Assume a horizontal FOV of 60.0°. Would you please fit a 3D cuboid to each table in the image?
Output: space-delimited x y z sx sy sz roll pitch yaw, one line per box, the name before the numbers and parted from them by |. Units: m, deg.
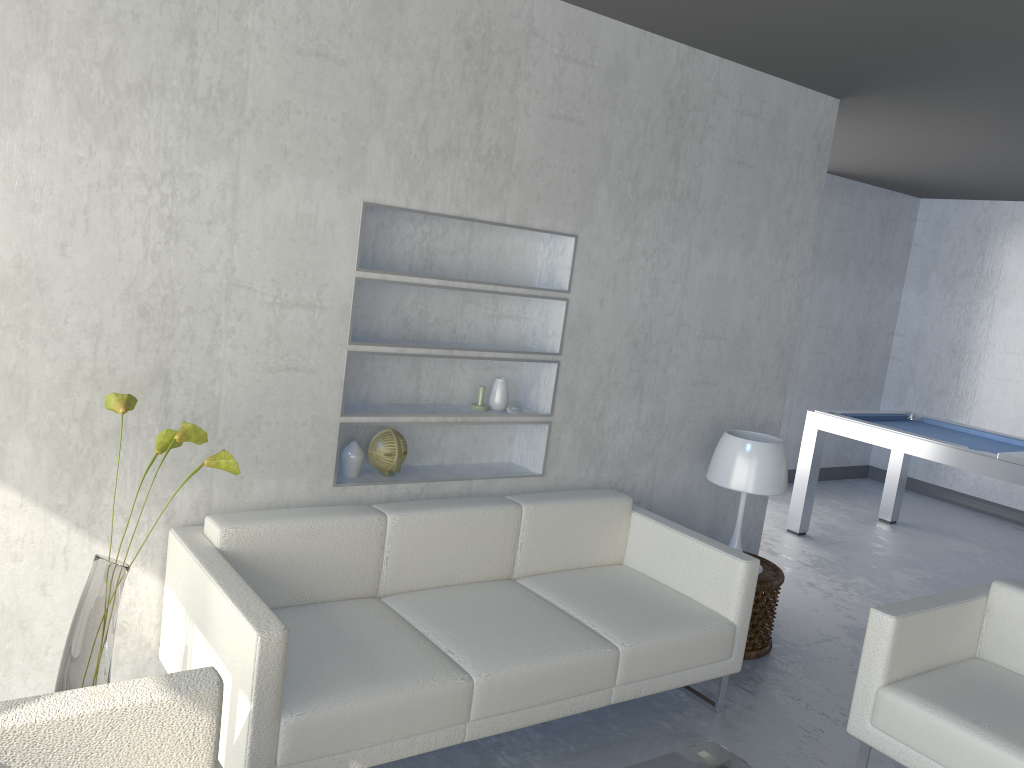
table | 0.529 1.246 2.205 0.730 0.190 0.773 2 10 -36
table | 0.955 0.965 3.955 0.452 0.358 0.452 12 9 28
table | 2.946 0.761 5.329 1.180 0.835 2.095 2 10 -36

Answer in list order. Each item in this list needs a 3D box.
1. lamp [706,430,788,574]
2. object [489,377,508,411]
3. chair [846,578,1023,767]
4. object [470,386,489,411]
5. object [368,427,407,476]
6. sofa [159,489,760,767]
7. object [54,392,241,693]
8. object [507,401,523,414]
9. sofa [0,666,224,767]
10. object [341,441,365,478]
lamp | 1.014 0.512 3.888 0.347 0.582 0.347 11 9 22
object | -0.050 0.040 3.573 0.079 0.130 0.079 1 11 -38
chair | 1.654 1.062 2.843 0.821 0.662 0.748 2 10 -36
object | -0.124 0.056 3.530 0.074 0.094 0.074 10 9 17
object | -0.446 0.256 3.315 0.088 0.179 0.163 15 11 43
sofa | -0.109 0.802 3.027 1.881 0.658 0.821 2 10 -36
object | -0.980 0.579 2.405 0.400 1.051 0.387 6 8 -9
object | 0.014 0.092 3.560 0.064 0.050 0.064 3 10 -30
sofa | -0.466 1.049 1.017 0.821 0.658 1.881 2 10 -36
object | -0.585 0.274 3.251 0.086 0.128 0.086 4 9 -25
